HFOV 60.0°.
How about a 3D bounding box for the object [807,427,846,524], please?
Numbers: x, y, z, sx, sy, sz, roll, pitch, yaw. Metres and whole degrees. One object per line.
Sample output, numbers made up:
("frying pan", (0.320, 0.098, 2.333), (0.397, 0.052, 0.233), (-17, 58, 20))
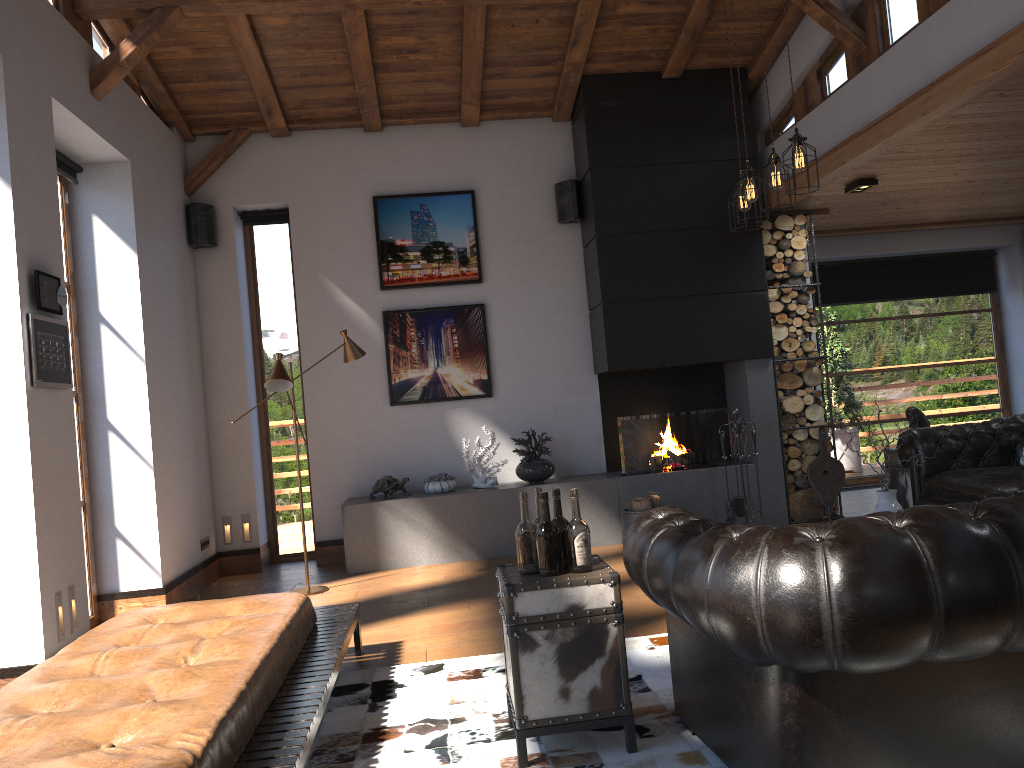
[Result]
("object", (2.608, 0.753, 7.369), (0.270, 0.795, 0.261), (-4, -2, -22))

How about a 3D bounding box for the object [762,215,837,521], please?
("object", (2.400, -0.137, 7.706), (0.495, 2.613, 0.465), (-5, -2, -6))

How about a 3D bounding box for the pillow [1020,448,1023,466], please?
("pillow", (3.443, 0.294, 5.642), (0.283, 0.469, 0.527), (-5, -2, -2))

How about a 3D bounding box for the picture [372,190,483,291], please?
("picture", (-0.729, -1.245, 7.660), (0.882, 0.816, 0.036), (-5, -2, -6))

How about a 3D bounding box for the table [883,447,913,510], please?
("table", (3.106, 0.776, 6.668), (0.406, 0.609, 0.416), (-5, -2, -6))

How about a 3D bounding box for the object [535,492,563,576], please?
("object", (0.124, 0.517, 3.081), (0.086, 0.286, 0.089), (-6, -2, 34))

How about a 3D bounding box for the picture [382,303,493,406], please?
("picture", (-0.640, -0.254, 7.626), (0.882, 0.816, 0.036), (-5, -2, -6))

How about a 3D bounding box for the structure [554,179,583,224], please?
("structure", (0.495, -1.587, 7.731), (0.214, 0.349, 0.213), (-5, -2, -6))

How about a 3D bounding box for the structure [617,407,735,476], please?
("structure", (1.404, 0.492, 7.428), (0.985, 0.514, 0.183), (-5, -2, -6))

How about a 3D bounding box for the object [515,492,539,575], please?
("object", (0.053, 0.525, 3.139), (0.087, 0.286, 0.087), (-5, -2, 7))

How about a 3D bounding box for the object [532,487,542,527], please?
("object", (0.109, 0.522, 3.244), (0.087, 0.286, 0.087), (-5, -2, 4))

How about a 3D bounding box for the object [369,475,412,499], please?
("object", (-0.994, 0.841, 7.268), (0.400, 0.183, 0.229), (-6, -2, 38))

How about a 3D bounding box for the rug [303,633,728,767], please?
("rug", (0.068, 1.246, 3.103), (3.817, 0.053, 2.425), (-5, -1, -5))

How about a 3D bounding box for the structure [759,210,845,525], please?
("structure", (2.407, -0.144, 7.698), (0.503, 2.618, 0.510), (-5, -2, -6))

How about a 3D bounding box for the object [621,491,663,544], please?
("object", (1.032, 1.067, 6.896), (0.381, 0.431, 0.387), (-6, -2, 20))

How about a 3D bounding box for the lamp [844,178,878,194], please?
("lamp", (2.733, -1.557, 6.942), (0.156, 0.068, 0.260), (-5, -1, -5))

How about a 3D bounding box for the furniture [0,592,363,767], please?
("furniture", (-1.252, 1.174, 3.162), (1.178, 0.437, 2.751), (-5, -1, -5))

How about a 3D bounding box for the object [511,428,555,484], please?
("object", (0.180, 0.596, 7.403), (0.339, 0.455, 0.336), (-6, -2, 20))

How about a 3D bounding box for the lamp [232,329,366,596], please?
("lamp", (-1.478, 0.538, 6.349), (0.524, 1.899, 1.330), (-6, -2, 16))

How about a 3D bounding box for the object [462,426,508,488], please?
("object", (-0.249, 0.605, 7.290), (0.262, 0.532, 0.422), (-4, -2, -37))

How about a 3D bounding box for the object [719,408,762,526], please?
("object", (1.838, 0.699, 7.091), (0.304, 1.018, 0.311), (-7, -2, 40))

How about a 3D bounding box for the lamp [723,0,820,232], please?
("lamp", (1.344, -2.035, 5.039), (0.263, 2.202, 0.797), (-5, -2, -14))

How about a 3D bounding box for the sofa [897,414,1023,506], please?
("sofa", (3.463, 0.593, 5.146), (1.243, 0.838, 2.558), (-5, -1, -6))

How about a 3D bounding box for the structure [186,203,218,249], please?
("structure", (-2.583, -1.317, 7.381), (0.214, 0.349, 0.213), (-5, -2, -6))

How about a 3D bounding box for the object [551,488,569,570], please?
("object", (0.170, 0.515, 3.169), (0.088, 0.286, 0.087), (-4, -2, -28))

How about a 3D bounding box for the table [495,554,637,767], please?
("table", (0.178, 0.959, 3.144), (0.406, 0.609, 0.416), (-5, -2, -6))

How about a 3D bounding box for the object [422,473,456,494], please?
("object", (-0.601, 0.819, 7.331), (0.281, 0.161, 0.258), (-5, -2, -4))

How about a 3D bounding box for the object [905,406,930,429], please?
("object", (3.057, 0.322, 6.659), (0.147, 0.319, 0.251), (-6, -2, 35))

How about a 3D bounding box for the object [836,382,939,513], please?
("object", (1.827, 0.378, 4.370), (0.405, 0.808, 0.621), (-5, -2, 6))

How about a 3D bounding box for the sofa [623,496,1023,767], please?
("sofa", (1.731, 0.695, 2.808), (2.573, 0.838, 1.235), (-5, -2, -7))

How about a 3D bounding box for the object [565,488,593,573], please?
("object", (0.227, 0.508, 3.089), (0.088, 0.286, 0.086), (-4, -2, -29))
